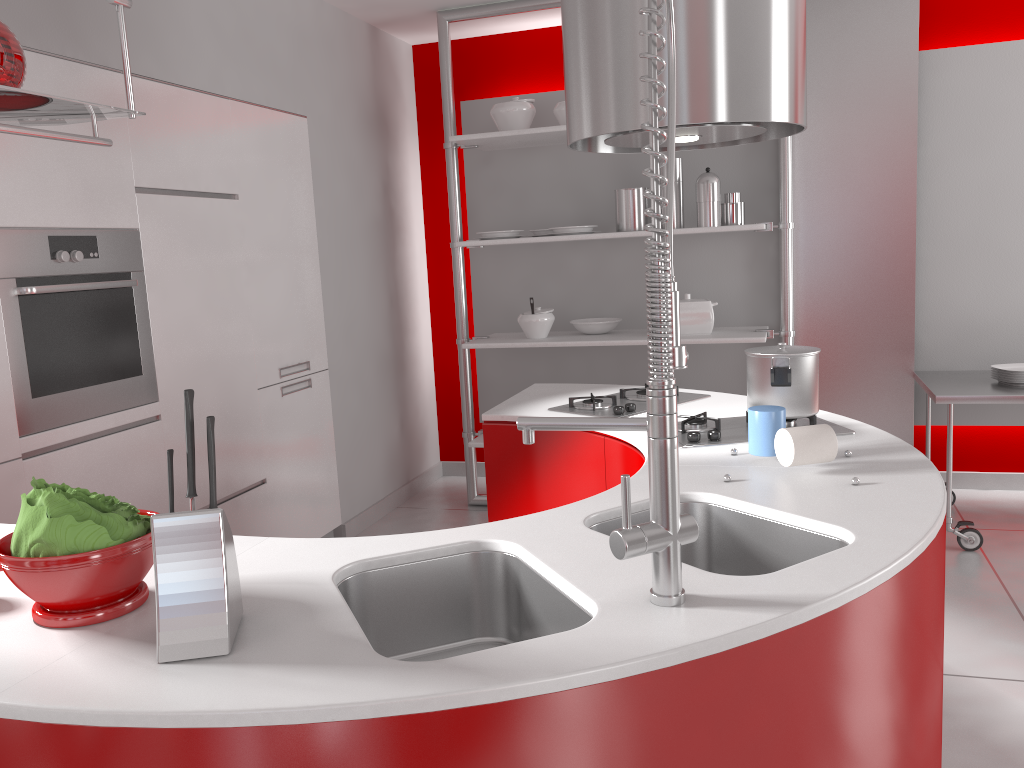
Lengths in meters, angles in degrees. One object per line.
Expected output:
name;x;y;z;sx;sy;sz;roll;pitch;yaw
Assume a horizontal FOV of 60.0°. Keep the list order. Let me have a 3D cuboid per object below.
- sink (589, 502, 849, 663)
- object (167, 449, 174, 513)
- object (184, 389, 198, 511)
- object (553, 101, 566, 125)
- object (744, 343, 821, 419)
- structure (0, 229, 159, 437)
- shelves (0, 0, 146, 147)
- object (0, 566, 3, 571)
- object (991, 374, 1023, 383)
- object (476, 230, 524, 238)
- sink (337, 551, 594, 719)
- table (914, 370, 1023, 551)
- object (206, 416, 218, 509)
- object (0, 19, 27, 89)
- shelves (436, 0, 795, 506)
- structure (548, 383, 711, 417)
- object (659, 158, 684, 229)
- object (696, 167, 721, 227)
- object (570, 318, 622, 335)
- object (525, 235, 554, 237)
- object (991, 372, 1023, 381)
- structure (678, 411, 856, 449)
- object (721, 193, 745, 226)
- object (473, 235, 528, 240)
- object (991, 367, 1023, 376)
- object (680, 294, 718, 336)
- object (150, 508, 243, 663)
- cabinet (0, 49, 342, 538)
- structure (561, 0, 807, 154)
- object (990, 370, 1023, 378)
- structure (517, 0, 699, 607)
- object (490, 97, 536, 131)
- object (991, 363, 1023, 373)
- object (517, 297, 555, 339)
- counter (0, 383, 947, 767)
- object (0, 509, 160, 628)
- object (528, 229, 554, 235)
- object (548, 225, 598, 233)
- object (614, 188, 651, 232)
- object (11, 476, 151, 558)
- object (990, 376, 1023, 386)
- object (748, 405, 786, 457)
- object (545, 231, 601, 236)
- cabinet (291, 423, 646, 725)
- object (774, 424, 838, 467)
sink;0.353;0.353;1.552;0.326;0.172;0.428;-9;10;-33
object;-0.453;0.189;1.184;0.009;0.197;0.091;-5;9;-11
object;-0.429;0.173;1.195;0.014;0.322;0.150;-5;9;-11
object;0.300;-1.325;4.365;0.192;0.153;0.192;2;10;31
object;0.700;-0.015;2.296;0.189;0.185;0.218;-6;9;-20
structure;-1.327;-0.186;2.777;0.050;0.589;0.599;0;9;17
shelves;-1.137;-0.861;1.313;0.934;1.023;0.462;0;9;17
object;-0.987;0.314;1.574;0.266;0.006;0.168;5;12;44
object;2.230;-0.024;3.868;0.228;0.020;0.228;-3;8;-1
object;-0.059;-0.751;4.491;0.244;0.042;0.244;-3;9;2
sink;-0.077;0.410;1.331;0.326;0.172;0.428;-6;9;-21
table;2.657;0.323;3.837;1.627;0.682;0.749;0;9;19
object;-0.400;0.187;1.193;0.012;0.279;0.130;-5;9;-11
object;-0.838;-0.543;1.293;0.213;0.266;0.213;-11;12;-44
shelves;0.509;-0.621;4.452;1.735;2.599;0.535;0;9;17
structure;0.371;0.043;2.779;0.457;0.037;0.303;-11;11;-42
object;0.761;-0.902;4.221;0.109;0.329;0.110;-1;9;15
object;0.914;-0.868;4.127;0.115;0.274;0.115;-2;9;10
object;0.437;-0.297;4.617;0.272;0.072;0.272;-6;9;-18
object;0.209;-0.774;4.639;0.280;0.015;0.280;-9;10;-35
object;2.230;-0.034;3.866;0.228;0.020;0.228;-3;8;-1
structure;0.608;0.101;2.303;0.457;0.037;0.303;-4;9;-7
object;1.061;-0.841;4.284;0.127;0.157;0.127;1;10;28
object;-0.058;-0.737;4.493;0.280;0.015;0.280;-9;10;-35
object;2.229;-0.054;3.863;0.228;0.020;0.228;-3;8;-1
object;0.867;-0.347;4.377;0.282;0.197;0.235;-2;9;8
object;-0.421;0.252;1.180;0.091;0.178;0.137;-5;9;-9
cabinet;-1.530;-0.030;3.184;0.614;2.026;2.398;0;9;17
structure;0.450;-1.142;2.380;0.644;0.958;0.644;-6;9;-16
object;2.229;-0.044;3.865;0.228;0.020;0.228;-3;8;-1
structure;0.167;-0.161;1.226;0.308;0.920;0.178;-8;10;-29
object;0.006;-1.341;4.454;0.231;0.191;0.231;-8;10;-31
object;2.228;-0.064;3.862;0.228;0.020;0.228;-3;8;-1
object;0.123;-0.342;4.551;0.192;0.214;0.192;-3;9;4
counter;-0.257;0.674;1.895;2.865;0.880;1.868;-10;11;-38
object;-0.631;0.276;1.318;0.229;0.118;0.228;-5;9;-11
object;0.208;-0.787;4.637;0.244;0.042;0.244;-2;9;9
object;0.301;-0.752;4.364;0.244;0.042;0.244;-3;9;2
object;0.584;-0.847;4.332;0.184;0.205;0.172;0;9;23
object;-0.624;0.223;1.308;0.198;0.182;0.193;0;9;23
object;2.231;-0.014;3.869;0.228;0.020;0.228;-3;8;-1
object;0.561;0.101;1.974;0.080;0.100;0.109;-5;9;-9
object;0.302;-0.738;4.366;0.280;0.015;0.280;-11;12;-42
cabinet;-0.504;0.638;2.011;1.875;0.761;1.025;-7;10;-27
object;0.606;0.125;1.854;0.100;0.080;0.109;-5;9;-12
